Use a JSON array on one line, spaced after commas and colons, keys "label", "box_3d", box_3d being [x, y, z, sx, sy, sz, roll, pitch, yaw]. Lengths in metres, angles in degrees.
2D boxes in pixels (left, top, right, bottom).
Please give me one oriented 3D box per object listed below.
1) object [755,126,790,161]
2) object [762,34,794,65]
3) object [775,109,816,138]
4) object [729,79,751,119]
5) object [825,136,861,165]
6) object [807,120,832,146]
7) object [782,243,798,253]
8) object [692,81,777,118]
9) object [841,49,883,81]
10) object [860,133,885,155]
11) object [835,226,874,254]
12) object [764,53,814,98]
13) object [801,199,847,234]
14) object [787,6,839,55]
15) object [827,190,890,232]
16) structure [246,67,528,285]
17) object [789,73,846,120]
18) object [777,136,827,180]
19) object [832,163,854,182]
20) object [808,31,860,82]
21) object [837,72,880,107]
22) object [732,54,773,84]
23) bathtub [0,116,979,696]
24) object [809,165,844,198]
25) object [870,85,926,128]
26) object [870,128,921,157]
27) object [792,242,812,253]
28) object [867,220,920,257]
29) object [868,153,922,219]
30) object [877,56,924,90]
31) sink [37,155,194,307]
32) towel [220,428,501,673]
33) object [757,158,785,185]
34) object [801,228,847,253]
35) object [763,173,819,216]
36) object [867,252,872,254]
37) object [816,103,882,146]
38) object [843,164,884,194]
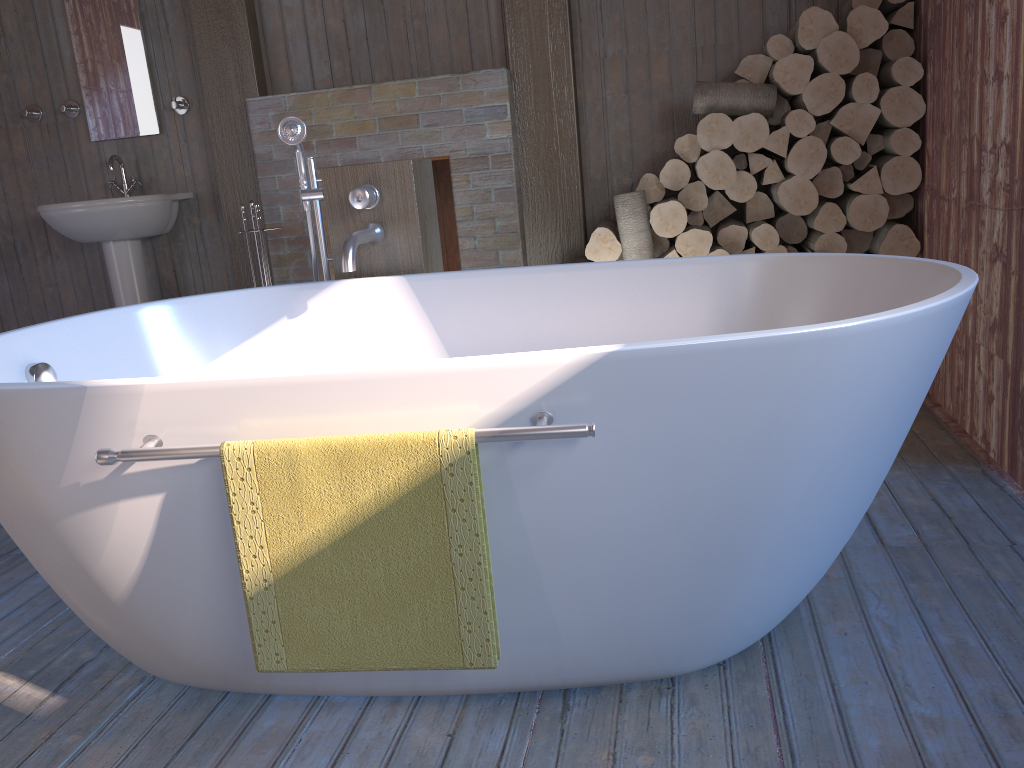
[{"label": "object", "box_3d": [0.969, -0.897, 3.343, 0.109, 0.124, 0.424, -3, 14, 11]}, {"label": "object", "box_3d": [0.974, -1.223, 3.251, 0.094, 0.097, 0.227, -2, 14, 12]}, {"label": "object", "box_3d": [1.050, -0.970, 3.309, 0.102, 0.109, 0.438, -3, 14, 12]}, {"label": "object", "box_3d": [0.871, -1.092, 3.415, 0.113, 0.130, 0.291, -2, 14, 12]}, {"label": "object", "box_3d": [1.208, -0.874, 3.305, 0.102, 0.109, 0.438, -3, 14, 12]}, {"label": "object", "box_3d": [1.125, -0.923, 3.288, 0.095, 0.090, 0.278, -2, 14, 13]}, {"label": "object", "box_3d": [1.068, -0.509, 3.412, 0.054, 0.056, 0.146, -3, 14, 12]}, {"label": "object", "box_3d": [0.810, -1.038, 3.234, 0.302, 0.157, 0.121, -2, 14, 12]}, {"label": "object", "box_3d": [1.289, -1.176, 3.321, 0.132, 0.119, 0.319, -2, 14, 13]}, {"label": "object", "box_3d": [1.347, -0.900, 3.321, 0.088, 0.092, 0.280, -2, 14, 12]}, {"label": "object", "box_3d": [1.316, -0.568, 3.470, 0.118, 0.106, 0.319, -3, 14, 9]}, {"label": "object", "box_3d": [1.020, -1.137, 3.294, 0.139, 0.148, 0.458, -3, 14, 12]}, {"label": "object", "box_3d": [1.171, -0.636, 3.350, 0.114, 0.113, 0.301, -3, 14, 9]}, {"label": "object", "box_3d": [1.092, -1.275, 3.246, 0.135, 0.139, 0.456, -2, 14, 13]}, {"label": "object", "box_3d": [1.299, -0.659, 3.353, 0.137, 0.133, 0.437, -3, 14, 10]}, {"label": "structure", "box_3d": [-0.495, -0.617, 3.881, 1.130, 1.330, 0.226, -3, 14, 11]}, {"label": "object", "box_3d": [1.121, -1.051, 3.279, 0.143, 0.151, 0.440, -3, 14, 12]}, {"label": "object", "box_3d": [1.085, -0.848, 3.338, 0.136, 0.157, 0.439, -2, 14, 12]}, {"label": "object", "box_3d": [1.227, -0.791, 3.311, 0.065, 0.069, 0.177, -3, 14, 11]}, {"label": "object", "box_3d": [1.148, -1.184, 3.240, 0.141, 0.143, 0.437, -3, 14, 10]}, {"label": "object", "box_3d": [1.256, -1.069, 3.247, 0.089, 0.106, 0.437, -2, 14, 13]}, {"label": "object", "box_3d": [0.916, -1.178, 3.386, 0.140, 0.121, 0.319, -2, 14, 13]}, {"label": "bathtub", "box_3d": [-0.176, -0.050, 1.795, 1.935, 1.109, 1.460, 3, 16, 33]}, {"label": "object", "box_3d": [1.161, -0.762, 3.330, 0.111, 0.118, 0.302, -3, 14, 11]}, {"label": "object", "box_3d": [1.380, -1.008, 3.244, 0.147, 0.152, 0.439, -3, 14, 12]}, {"label": "object", "box_3d": [1.399, -0.893, 3.266, 0.102, 0.109, 0.438, -3, 14, 12]}, {"label": "object", "box_3d": [1.102, -0.480, 3.426, 0.115, 0.112, 0.423, -3, 14, 12]}, {"label": "object", "box_3d": [1.414, -0.556, 3.372, 0.139, 0.137, 0.455, -3, 14, 10]}, {"label": "object", "box_3d": [1.406, -0.734, 3.316, 0.137, 0.256, 0.439, -3, 14, 12]}, {"label": "object", "box_3d": [1.382, -1.117, 3.212, 0.102, 0.109, 0.438, -3, 14, 12]}, {"label": "sink", "box_3d": [-1.765, -0.452, 4.020, 0.582, 1.143, 0.475, -3, 14, 11]}, {"label": "towel", "box_3d": [-0.216, 0.247, 1.279, 0.370, 0.361, 0.032, -4, 13, 8]}, {"label": "object", "box_3d": [0.984, -0.812, 3.370, 0.085, 0.096, 0.280, -2, 14, 12]}, {"label": "object", "box_3d": [1.182, -0.531, 3.370, 0.116, 0.117, 0.289, -3, 14, 9]}, {"label": "object", "box_3d": [1.054, -0.725, 3.375, 0.141, 0.143, 0.437, -3, 14, 10]}, {"label": "object", "box_3d": [1.446, -0.461, 3.426, 0.114, 0.113, 0.301, -3, 14, 9]}, {"label": "object", "box_3d": [1.241, -0.961, 3.309, 0.172, 0.151, 0.482, -2, 14, 13]}, {"label": "object", "box_3d": [1.288, -0.771, 3.319, 0.115, 0.112, 0.423, -3, 14, 12]}]
